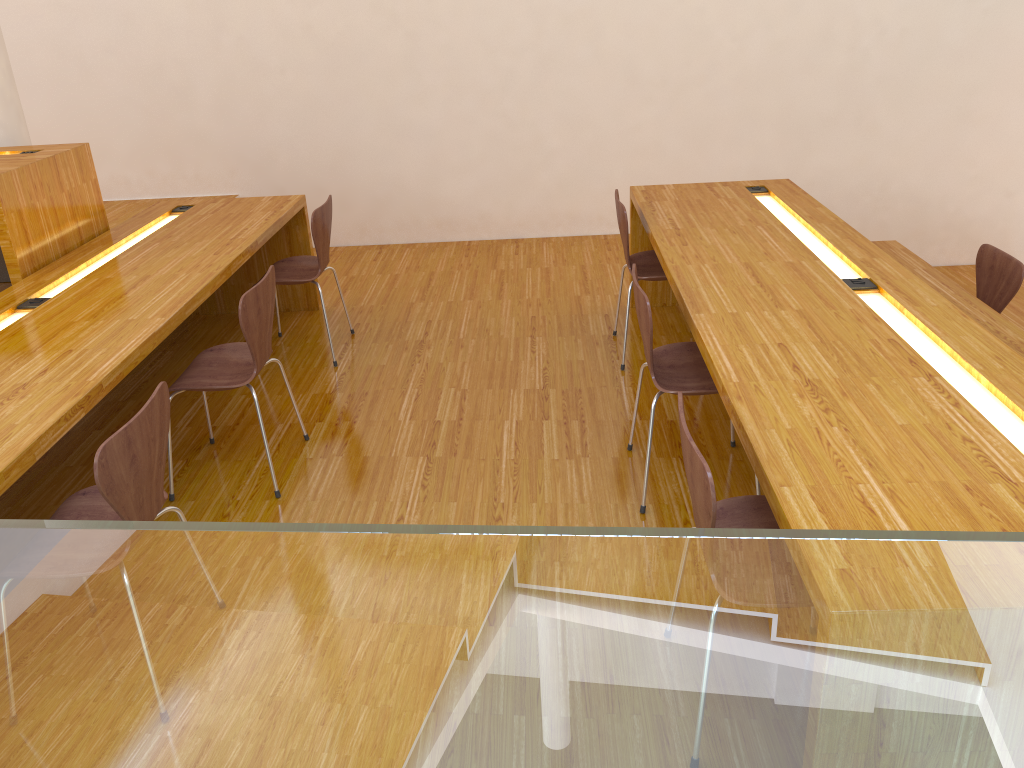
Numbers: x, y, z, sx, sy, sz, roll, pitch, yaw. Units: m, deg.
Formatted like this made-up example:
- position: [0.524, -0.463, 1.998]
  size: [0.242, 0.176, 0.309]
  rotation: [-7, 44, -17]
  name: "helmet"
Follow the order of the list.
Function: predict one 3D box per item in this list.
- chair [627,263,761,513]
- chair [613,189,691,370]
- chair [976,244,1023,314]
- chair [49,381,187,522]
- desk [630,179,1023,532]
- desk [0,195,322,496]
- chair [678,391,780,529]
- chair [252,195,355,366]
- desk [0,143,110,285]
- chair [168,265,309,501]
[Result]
- position: [0.572, -0.008, 2.791]
  size: [0.381, 0.693, 0.428]
  rotation: [-2, 24, 2]
  name: "chair"
- position: [0.636, -0.468, 3.809]
  size: [0.381, 0.693, 0.428]
  rotation: [-2, 24, 2]
  name: "chair"
- position: [1.917, -0.228, 3.884]
  size: [0.381, 0.693, 0.428]
  rotation: [-2, 24, 2]
  name: "chair"
- position: [-0.994, 0.381, 2.121]
  size: [0.381, 0.693, 0.428]
  rotation: [-2, 24, 2]
  name: "chair"
- position: [1.196, 0.100, 2.971]
  size: [1.285, 0.918, 3.236]
  rotation: [-2, 24, 2]
  name: "desk"
- position: [-1.452, -0.021, 3.193]
  size: [0.760, 0.606, 3.185]
  rotation: [-2, 24, 2]
  name: "desk"
- position: [0.549, 0.390, 1.905]
  size: [0.381, 0.693, 0.428]
  rotation: [-2, 24, 2]
  name: "chair"
- position: [-0.982, -0.474, 4.029]
  size: [0.381, 0.693, 0.428]
  rotation: [-2, 24, 2]
  name: "chair"
- position: [-3.445, -0.572, 3.750]
  size: [3.185, 0.606, 0.760]
  rotation: [-2, 24, 2]
  name: "desk"
- position: [-0.971, -0.017, 3.007]
  size: [0.381, 0.693, 0.428]
  rotation: [-2, 24, 2]
  name: "chair"
